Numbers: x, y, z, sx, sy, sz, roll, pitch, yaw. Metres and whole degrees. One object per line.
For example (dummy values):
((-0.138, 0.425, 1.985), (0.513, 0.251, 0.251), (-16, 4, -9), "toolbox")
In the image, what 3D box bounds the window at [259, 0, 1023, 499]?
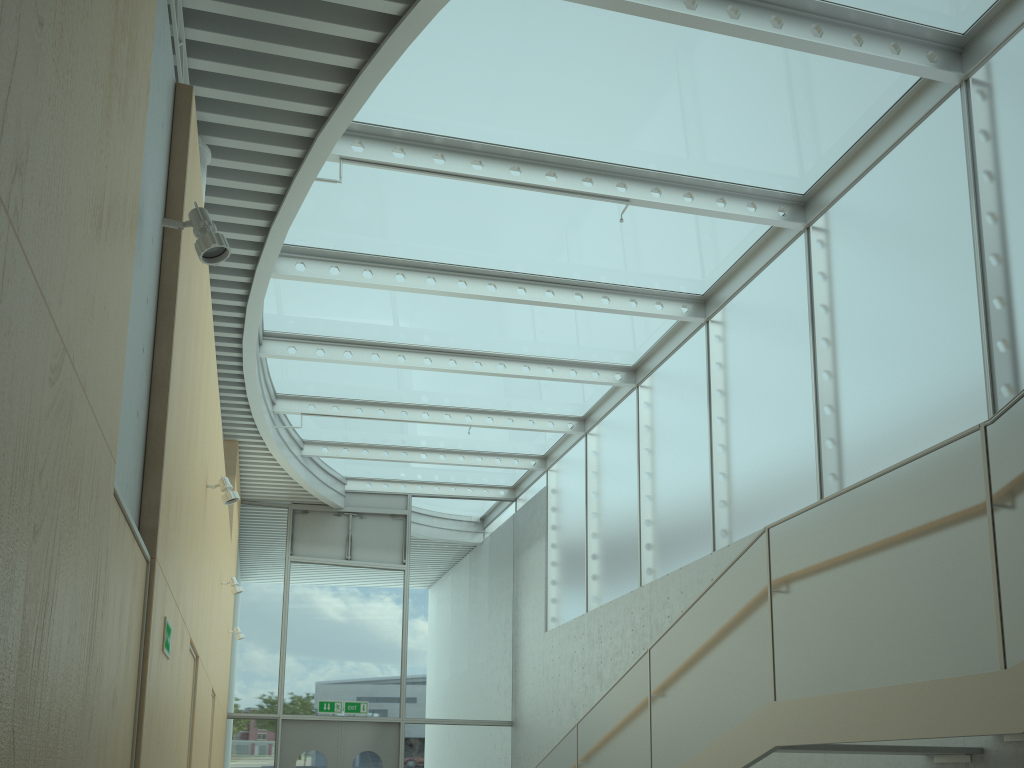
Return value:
((-0.403, 2.077, 9.061), (4.815, 5.892, 16.939), (5, -23, -15), "window")

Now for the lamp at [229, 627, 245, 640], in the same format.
((-3.798, 3.437, 11.724), (0.239, 0.185, 0.146), (14, -21, -35), "lamp")

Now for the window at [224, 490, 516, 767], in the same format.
((-2.226, 4.693, 14.260), (4.893, 5.949, 0.115), (6, -11, -17), "window")

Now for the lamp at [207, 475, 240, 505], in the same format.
((-1.970, 0.718, 5.797), (0.239, 0.185, 0.146), (14, -21, -35), "lamp")

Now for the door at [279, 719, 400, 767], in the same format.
((-2.795, 6.506, 13.759), (1.936, 1.994, 0.183), (6, -11, -17), "door")

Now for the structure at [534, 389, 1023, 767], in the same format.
((2.616, 1.097, 3.686), (1.897, 3.959, 13.498), (4, -24, -15), "structure")

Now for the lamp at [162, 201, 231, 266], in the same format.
((-1.119, -0.549, 3.035), (0.239, 0.185, 0.146), (14, -21, -35), "lamp")

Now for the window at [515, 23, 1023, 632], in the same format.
((1.691, 0.926, 9.935), (0.030, 2.584, 16.751), (3, -24, -16), "window")

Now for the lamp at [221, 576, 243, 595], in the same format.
((-2.881, 2.073, 8.750), (0.239, 0.185, 0.146), (14, -21, -35), "lamp")
